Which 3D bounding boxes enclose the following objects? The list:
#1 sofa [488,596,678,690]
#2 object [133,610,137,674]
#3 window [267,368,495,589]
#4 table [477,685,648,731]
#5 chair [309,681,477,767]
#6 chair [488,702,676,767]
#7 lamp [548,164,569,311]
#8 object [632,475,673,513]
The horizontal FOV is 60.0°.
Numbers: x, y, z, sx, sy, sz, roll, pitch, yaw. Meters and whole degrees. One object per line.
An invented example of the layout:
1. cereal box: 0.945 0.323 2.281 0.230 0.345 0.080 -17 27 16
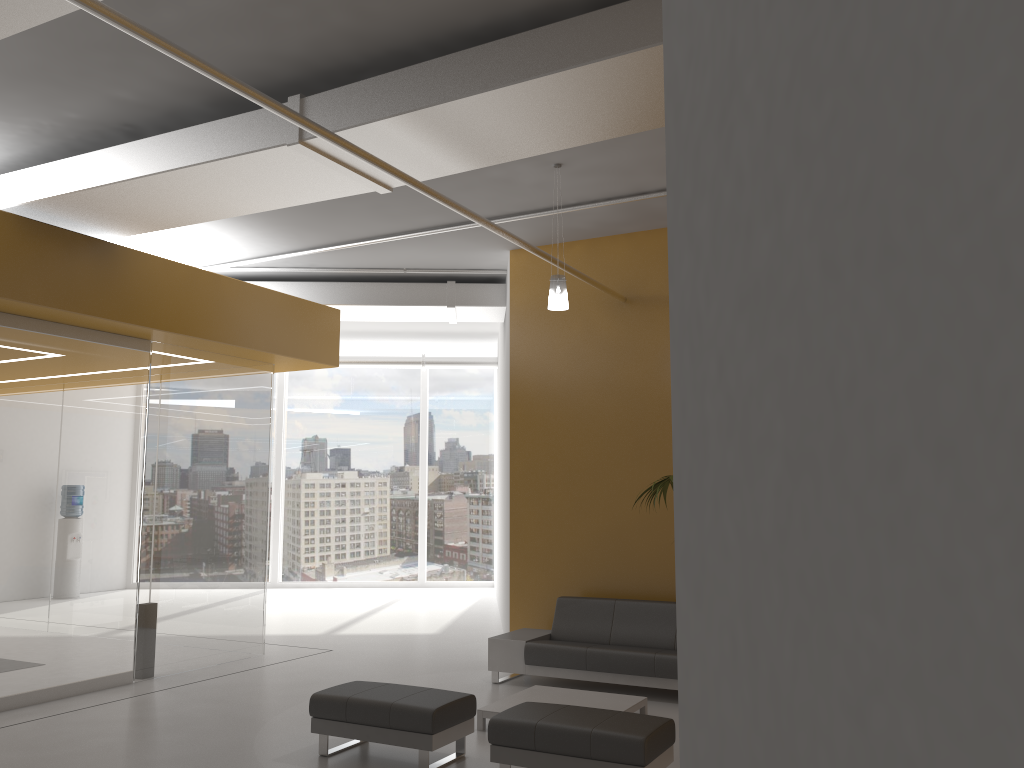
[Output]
1. sofa: 1.010 2.416 8.172 2.400 0.761 0.860 -4 -8 27
2. object: -3.600 2.510 8.687 0.124 0.706 0.152 -3 -8 23
3. window: -3.183 1.749 17.592 8.533 4.498 0.100 0 -7 -2
4. table: 0.411 2.558 6.894 1.000 0.150 1.000 -4 -8 27
5. chair: -0.812 2.311 6.040 1.012 0.423 0.575 -4 -8 27
6. chair: 0.424 2.224 5.371 1.012 0.423 0.575 -4 -8 27
7. lamp: 0.380 -1.226 7.356 0.174 1.227 0.174 3 -8 -21
8. object: 1.342 1.536 6.030 0.912 1.956 1.222 3 -8 -21
